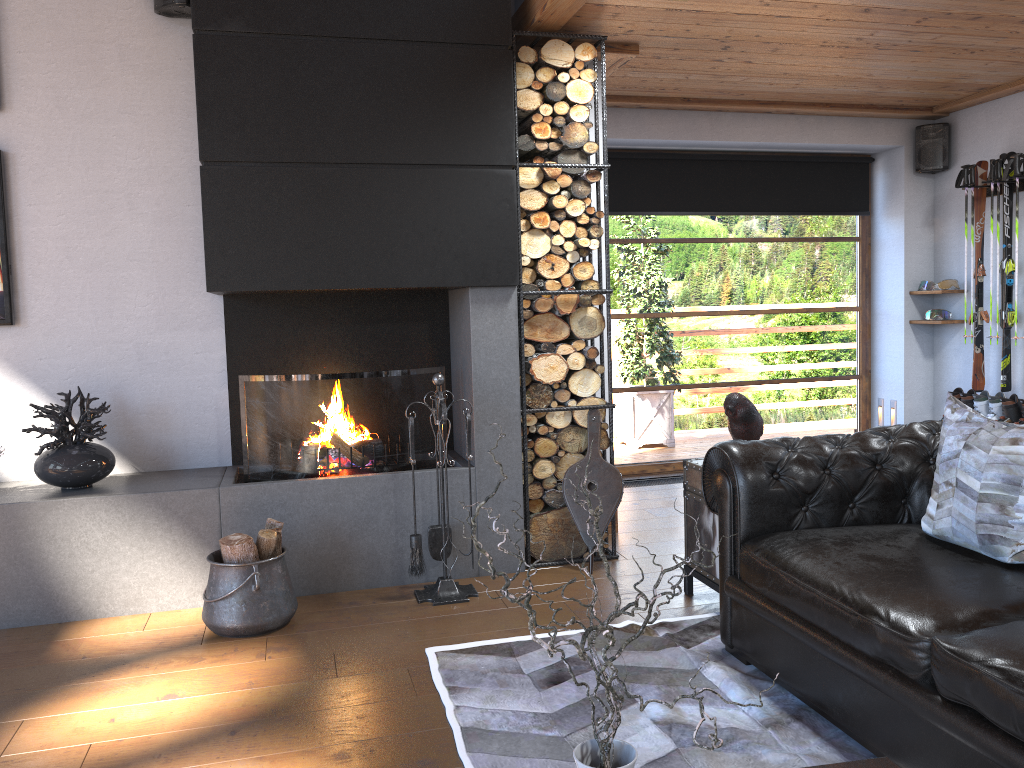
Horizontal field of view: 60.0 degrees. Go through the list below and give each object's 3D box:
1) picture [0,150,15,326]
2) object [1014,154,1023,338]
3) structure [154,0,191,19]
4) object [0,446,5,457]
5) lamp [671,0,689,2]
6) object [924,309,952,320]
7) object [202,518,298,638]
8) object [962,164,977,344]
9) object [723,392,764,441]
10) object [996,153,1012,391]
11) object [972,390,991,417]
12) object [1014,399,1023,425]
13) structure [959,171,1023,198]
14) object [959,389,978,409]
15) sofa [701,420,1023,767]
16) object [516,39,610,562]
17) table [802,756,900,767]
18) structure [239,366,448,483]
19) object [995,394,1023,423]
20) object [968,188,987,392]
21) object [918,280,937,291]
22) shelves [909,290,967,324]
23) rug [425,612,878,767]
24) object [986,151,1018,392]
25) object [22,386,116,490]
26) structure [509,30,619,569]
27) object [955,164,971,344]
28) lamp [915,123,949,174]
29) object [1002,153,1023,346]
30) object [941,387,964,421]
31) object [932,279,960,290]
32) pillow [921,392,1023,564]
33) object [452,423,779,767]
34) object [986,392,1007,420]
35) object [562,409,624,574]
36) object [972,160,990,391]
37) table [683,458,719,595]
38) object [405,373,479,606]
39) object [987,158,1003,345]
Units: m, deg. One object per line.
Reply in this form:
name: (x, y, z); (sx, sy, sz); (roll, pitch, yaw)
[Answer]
picture: (-2.790, -0.661, 4.040); (0.885, 0.815, 0.035); (-3, 4, -15)
object: (3.326, -0.871, 5.790); (0.059, 1.248, 0.120); (-4, 5, -32)
structure: (-1.599, -1.940, 4.204); (0.215, 0.349, 0.212); (-3, 5, -15)
object: (-2.405, 0.244, 3.853); (0.422, 0.532, 0.262); (3, 6, 44)
lamp: (0.738, -1.722, 3.799); (0.156, 0.068, 0.260); (-3, 5, -14)
object: (3.216, -0.527, 6.699); (0.186, 0.084, 0.355); (0, 5, 21)
object: (-1.104, 0.804, 3.718); (0.382, 0.431, 0.386); (-1, 5, 12)
object: (3.212, -0.907, 6.240); (0.059, 1.248, 0.120); (-4, 5, -32)
object: (0.984, 0.187, 3.748); (0.148, 0.318, 0.251); (0, 5, 27)
object: (3.367, -0.757, 6.070); (0.112, 1.620, 0.072); (-3, 4, -15)
object: (3.236, 0.180, 6.142); (0.253, 0.270, 0.116); (-2, 4, -10)
object: (3.357, 0.208, 5.779); (0.251, 0.270, 0.117); (-2, 4, 0)
structure: (3.345, -1.356, 5.874); (0.321, 0.134, 1.045); (-3, 5, -14)
object: (3.206, 0.171, 6.260); (0.253, 0.270, 0.116); (-2, 4, -10)
sofa: (1.607, 0.630, 2.356); (1.247, 0.837, 2.552); (-3, 5, -15)
object: (0.197, -0.408, 4.624); (0.497, 2.609, 0.464); (-3, 4, -15)
table: (0.627, 0.971, 1.473); (0.402, 0.350, 0.648); (-2, 5, -9)
structure: (-0.785, 0.198, 4.247); (0.988, 0.514, 0.182); (-3, 4, -15)
object: (3.293, 0.199, 5.900); (0.251, 0.270, 0.117); (-1, 4, 5)
object: (3.286, -0.744, 6.294); (0.116, 1.605, 0.095); (-3, 4, -15)
object: (3.190, -0.751, 6.762); (0.161, 0.084, 0.188); (-3, 5, -16)
shelves: (3.972, 0.025, 3.682); (0.616, 0.987, 6.610); (-3, 5, -14)
rug: (1.296, 1.085, 1.748); (2.446, 0.053, 4.024); (-3, 5, -14)
object: (3.303, -0.748, 5.986); (0.256, 1.620, 0.103); (-3, 4, -19)
object: (-1.998, 0.245, 4.033); (0.340, 0.454, 0.335); (-1, 4, 11)
structure: (0.206, -0.414, 4.617); (0.505, 2.614, 0.509); (-3, 4, -15)
object: (3.150, -0.900, 6.186); (0.122, 1.248, 0.058); (-4, 5, -33)
lamp: (3.162, -1.769, 6.665); (0.215, 0.349, 0.212); (-3, 5, -15)
object: (3.260, -0.869, 5.786); (0.120, 1.248, 0.060); (1, 5, 32)
object: (3.179, 0.162, 6.374); (0.254, 0.270, 0.115); (-4, 5, -25)
object: (3.234, -0.738, 6.590); (0.191, 0.084, 0.159); (-3, 5, -16)
pillow: (1.528, 0.282, 2.811); (0.285, 0.468, 0.526); (-3, 5, -11)
object: (0.126, 0.418, 1.309); (0.407, 0.807, 0.619); (-2, 4, -3)
object: (3.280, 0.189, 6.029); (0.253, 0.270, 0.116); (-2, 4, -10)
object: (0.399, 0.520, 4.409); (0.270, 0.794, 0.261); (-4, 5, -31)
object: (3.298, -0.750, 6.197); (0.116, 1.605, 0.095); (-3, 4, -15)
table: (1.002, 0.639, 3.806); (0.408, 0.609, 0.415); (-3, 5, -15)
object: (-0.315, 0.458, 4.007); (0.304, 1.016, 0.311); (1, 5, 31)
object: (3.269, -0.889, 6.015); (0.059, 1.248, 0.120); (-4, 5, -32)
